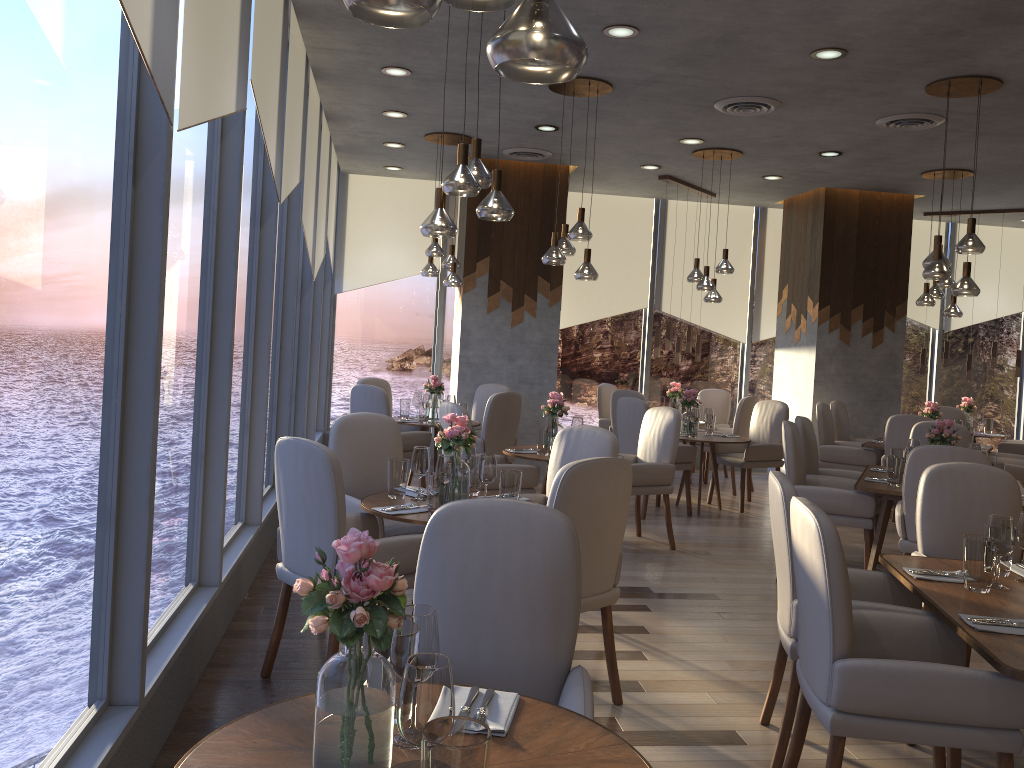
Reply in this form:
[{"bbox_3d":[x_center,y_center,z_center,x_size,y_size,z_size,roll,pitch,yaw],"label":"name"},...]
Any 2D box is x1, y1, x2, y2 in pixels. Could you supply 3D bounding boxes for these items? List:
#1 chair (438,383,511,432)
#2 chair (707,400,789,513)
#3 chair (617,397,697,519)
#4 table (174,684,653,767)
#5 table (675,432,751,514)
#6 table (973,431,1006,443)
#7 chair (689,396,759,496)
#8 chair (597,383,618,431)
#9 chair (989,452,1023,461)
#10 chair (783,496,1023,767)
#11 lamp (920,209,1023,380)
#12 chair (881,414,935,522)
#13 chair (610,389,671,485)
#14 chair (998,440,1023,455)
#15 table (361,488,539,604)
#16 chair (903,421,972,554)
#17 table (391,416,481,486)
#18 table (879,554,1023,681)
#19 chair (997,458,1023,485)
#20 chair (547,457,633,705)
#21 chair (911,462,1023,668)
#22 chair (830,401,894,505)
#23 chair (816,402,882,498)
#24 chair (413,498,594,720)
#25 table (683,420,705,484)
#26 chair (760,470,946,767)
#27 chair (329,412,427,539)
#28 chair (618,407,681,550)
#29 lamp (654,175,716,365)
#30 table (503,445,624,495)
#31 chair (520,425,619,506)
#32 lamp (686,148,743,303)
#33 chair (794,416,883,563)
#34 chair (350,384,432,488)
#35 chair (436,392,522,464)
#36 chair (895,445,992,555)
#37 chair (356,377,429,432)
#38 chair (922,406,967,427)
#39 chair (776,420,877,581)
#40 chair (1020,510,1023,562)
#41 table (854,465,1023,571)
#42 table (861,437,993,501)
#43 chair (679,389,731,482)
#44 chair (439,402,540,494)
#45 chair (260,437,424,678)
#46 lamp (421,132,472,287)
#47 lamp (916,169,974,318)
[{"bbox_3d":[-0.347,0.496,8.348,0.529,1.000,0.599,4,2,36],"label":"chair"},{"bbox_3d":[2.217,0.645,8.250,0.599,1.000,0.529,2,2,-31],"label":"chair"},{"bbox_3d":[1.214,0.617,7.668,0.599,1.000,0.529,2,2,-32],"label":"chair"},{"bbox_3d":[-0.174,1.001,1.519,0.833,0.662,0.835,3,2,-6],"label":"table"},{"bbox_3d":[1.693,0.798,7.950,0.833,0.662,0.835,2,2,-34],"label":"table"},{"bbox_3d":[5.178,0.887,10.189,0.833,0.662,0.835,3,2,-17],"label":"table"},{"bbox_3d":[2.201,0.600,9.185,0.600,1.000,0.528,4,2,39],"label":"chair"},{"bbox_3d":[1.259,0.511,9.920,0.600,1.000,0.528,4,2,35],"label":"chair"},{"bbox_3d":[4.566,0.784,8.121,0.600,1.000,0.528,4,1,28],"label":"chair"},{"bbox_3d":[1.103,0.855,2.585,0.600,1.000,0.528,3,1,6],"label":"chair"},{"bbox_3d":[5.276,-1.006,10.121,1.162,1.930,0.118,4,1,37],"label":"lamp"},{"bbox_3d":[3.431,0.749,7.530,0.529,1.000,0.599,4,2,35],"label":"chair"},{"bbox_3d":[1.307,0.554,9.080,0.529,1.000,0.599,4,2,42],"label":"chair"},{"bbox_3d":[5.715,0.770,9.769,0.600,1.000,0.528,4,2,35],"label":"chair"},{"bbox_3d":[-0.281,0.875,4.018,0.833,0.662,0.835,3,2,-9],"label":"table"},{"bbox_3d":[3.088,0.783,6.410,0.528,1.000,0.600,4,1,23],"label":"chair"},{"bbox_3d":[-0.715,0.662,7.950,0.833,0.662,0.835,2,2,-22],"label":"table"},{"bbox_3d":[1.786,1.050,2.775,0.965,0.665,1.308,4,2,9],"label":"table"},{"bbox_3d":[4.272,0.791,7.633,0.600,1.000,0.528,4,2,35],"label":"chair"},{"bbox_3d":[0.129,0.753,3.552,0.528,1.000,0.600,2,2,-42],"label":"chair"},{"bbox_3d":[1.927,0.853,3.593,0.528,1.000,0.600,3,1,6],"label":"chair"},{"bbox_3d":[3.473,0.689,8.830,0.600,1.000,0.528,4,2,35],"label":"chair"},{"bbox_3d":[3.163,0.694,8.357,0.600,1.000,0.528,4,2,30],"label":"chair"},{"bbox_3d":[-0.078,0.813,2.062,0.528,1.000,0.600,3,1,6],"label":"chair"},{"bbox_3d":[1.737,0.721,9.592,0.834,0.662,0.834,4,2,12],"label":"table"},{"bbox_3d":[1.194,0.833,3.143,0.600,1.000,0.528,4,1,11],"label":"chair"},{"bbox_3d":[-0.623,0.668,4.435,0.528,1.000,0.600,2,2,-41],"label":"chair"},{"bbox_3d":[0.860,0.658,6.383,0.599,1.000,0.529,3,1,-27],"label":"chair"},{"bbox_3d":[1.846,-1.173,9.554,0.118,1.930,1.160,4,2,37],"label":"lamp"},{"bbox_3d":[0.335,0.808,6.135,0.835,0.662,0.833,5,3,42],"label":"table"},{"bbox_3d":[0.186,0.715,4.417,0.599,1.000,0.529,2,2,-45],"label":"chair"},{"bbox_3d":[1.800,-1.400,7.939,0.439,1.325,0.439,3,1,-1],"label":"lamp"},{"bbox_3d":[2.265,0.747,6.191,0.600,1.000,0.528,4,1,28],"label":"chair"},{"bbox_3d":[-1.047,0.501,7.421,0.529,1.000,0.599,4,2,35],"label":"chair"},{"bbox_3d":[-0.268,0.542,7.485,0.600,1.000,0.528,4,2,39],"label":"chair"},{"bbox_3d":[2.396,0.817,4.891,0.529,1.000,0.599,4,2,28],"label":"chair"},{"bbox_3d":[-1.149,0.456,8.239,0.600,1.000,0.528,4,2,40],"label":"chair"},{"bbox_3d":[4.306,0.731,8.934,0.529,1.000,0.599,4,2,30],"label":"chair"},{"bbox_3d":[2.016,0.757,5.683,0.600,1.000,0.528,4,1,23],"label":"chair"},{"bbox_3d":[3.217,0.853,5.099,0.600,1.000,0.528,4,1,28],"label":"chair"},{"bbox_3d":[2.727,0.965,5.660,0.965,0.665,1.307,4,3,25],"label":"table"},{"bbox_3d":[3.861,0.904,8.248,0.966,0.665,1.307,5,3,33],"label":"table"},{"bbox_3d":[2.156,0.555,10.052,0.529,1.000,0.599,4,2,39],"label":"chair"},{"bbox_3d":[-0.185,0.623,5.880,0.599,1.000,0.529,3,1,-27],"label":"chair"},{"bbox_3d":[-0.650,0.706,3.611,0.529,1.000,0.599,5,2,44],"label":"chair"},{"bbox_3d":[-0.600,-1.535,7.935,0.439,1.325,0.440,2,1,-41],"label":"lamp"},{"bbox_3d":[4.002,-1.289,8.232,0.439,1.325,0.440,3,1,-23],"label":"lamp"}]
